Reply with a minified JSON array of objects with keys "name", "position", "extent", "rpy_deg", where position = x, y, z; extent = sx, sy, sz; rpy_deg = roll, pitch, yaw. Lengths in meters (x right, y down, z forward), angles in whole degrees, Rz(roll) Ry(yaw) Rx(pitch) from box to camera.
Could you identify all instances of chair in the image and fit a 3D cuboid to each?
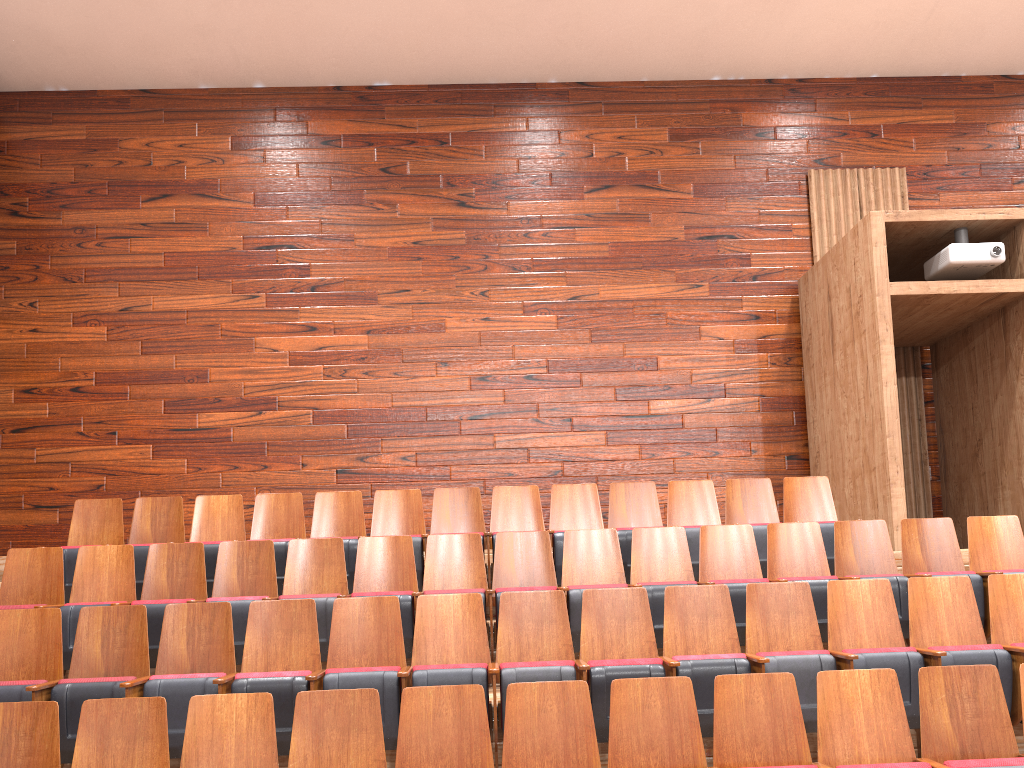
[{"name":"chair","position":[0.324,0.156,0.183],"extent":[1.183,0.367,0.786],"rpy_deg":[-2,-11,-2]}]

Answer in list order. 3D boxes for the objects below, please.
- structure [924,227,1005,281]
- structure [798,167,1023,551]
[{"name":"structure","position":[0.312,-0.093,0.609],"extent":[0.038,0.031,0.041],"rpy_deg":[-2,-10,-2]},{"name":"structure","position":[0.300,-0.037,0.661],"extent":[0.117,0.324,0.146],"rpy_deg":[-2,-6,-2]}]
